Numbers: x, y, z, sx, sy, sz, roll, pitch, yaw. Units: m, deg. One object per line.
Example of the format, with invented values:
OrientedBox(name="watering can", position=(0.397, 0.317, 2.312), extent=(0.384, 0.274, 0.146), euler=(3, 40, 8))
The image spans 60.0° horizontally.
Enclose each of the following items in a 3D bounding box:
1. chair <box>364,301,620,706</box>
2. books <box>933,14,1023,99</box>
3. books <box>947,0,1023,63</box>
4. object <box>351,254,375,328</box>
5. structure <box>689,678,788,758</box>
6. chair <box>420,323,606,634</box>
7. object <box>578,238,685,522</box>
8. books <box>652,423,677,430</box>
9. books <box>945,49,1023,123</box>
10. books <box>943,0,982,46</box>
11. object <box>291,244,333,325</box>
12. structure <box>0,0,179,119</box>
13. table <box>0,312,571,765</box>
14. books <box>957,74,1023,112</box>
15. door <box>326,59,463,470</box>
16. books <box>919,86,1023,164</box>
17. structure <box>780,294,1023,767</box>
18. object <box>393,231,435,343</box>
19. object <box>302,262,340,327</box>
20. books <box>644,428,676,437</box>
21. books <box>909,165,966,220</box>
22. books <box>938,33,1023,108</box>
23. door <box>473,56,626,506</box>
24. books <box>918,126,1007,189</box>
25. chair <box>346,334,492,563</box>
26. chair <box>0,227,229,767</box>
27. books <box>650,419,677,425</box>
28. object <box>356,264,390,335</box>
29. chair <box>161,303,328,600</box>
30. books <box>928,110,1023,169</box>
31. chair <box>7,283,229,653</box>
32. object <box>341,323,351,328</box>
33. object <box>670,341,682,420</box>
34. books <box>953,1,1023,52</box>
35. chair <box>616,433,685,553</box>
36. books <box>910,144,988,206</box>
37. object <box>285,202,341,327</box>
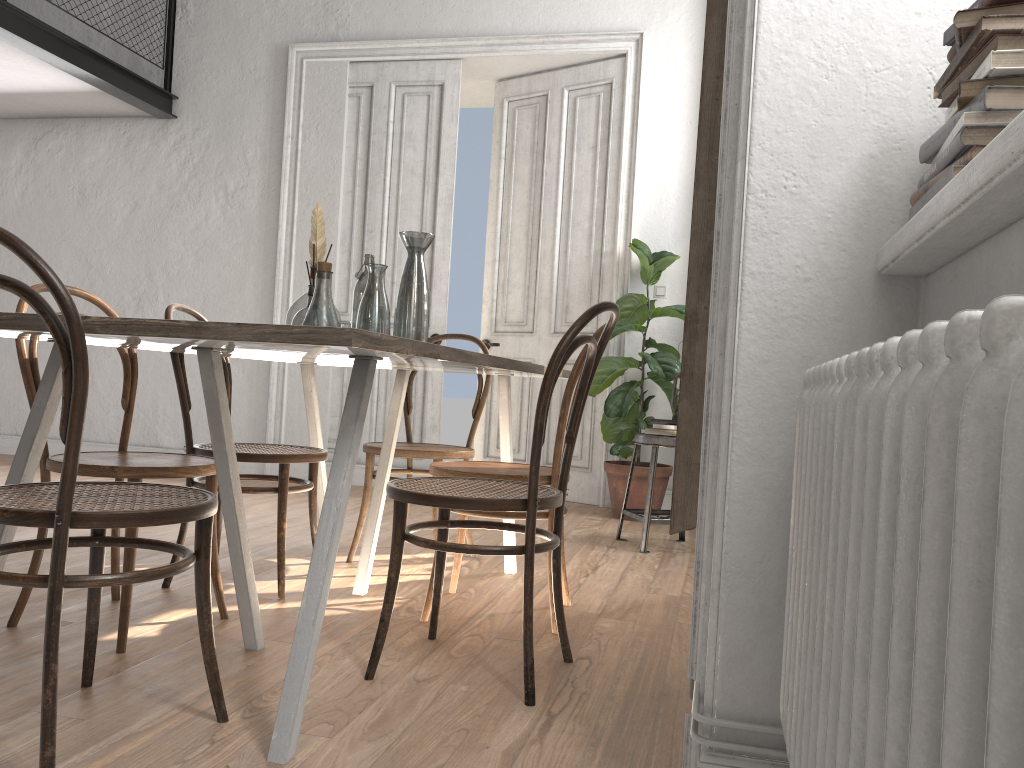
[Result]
OrientedBox(name="chair", position=(-0.039, 0.250, 2.185), extent=(0.549, 0.920, 0.438), euler=(3, 0, 20))
OrientedBox(name="books", position=(0.664, -0.417, 1.140), extent=(0.174, 0.019, 0.244), euler=(3, 0, 13))
OrientedBox(name="books", position=(0.666, -0.460, 1.135), extent=(0.155, 0.020, 0.205), euler=(3, 0, 13))
OrientedBox(name="object", position=(-0.443, -0.244, 2.706), extent=(0.086, 0.301, 0.086), euler=(3, 0, -1))
OrientedBox(name="structure", position=(0.777, -1.481, 2.341), extent=(0.340, 4.474, 5.182), euler=(3, 0, 13))
OrientedBox(name="chair", position=(0.017, 0.256, 2.761), extent=(0.549, 0.920, 0.438), euler=(3, 0, 11))
OrientedBox(name="object", position=(-0.060, -0.212, 2.660), extent=(0.792, 1.842, 5.828), euler=(3, 0, 19))
OrientedBox(name="books", position=(0.774, 0.203, 4.126), extent=(0.163, 0.029, 0.232), euler=(3, 0, -16))
OrientedBox(name="books", position=(0.665, -0.375, 1.131), extent=(0.158, 0.024, 0.222), euler=(3, 0, 13))
OrientedBox(name="books", position=(0.677, -0.481, 1.138), extent=(0.159, 0.024, 0.201), euler=(3, 0, 3))
OrientedBox(name="object", position=(-0.532, -0.241, 2.377), extent=(0.106, 0.283, 0.107), euler=(3, 0, 8))
OrientedBox(name="structure", position=(-5.010, -2.635, 3.807), extent=(4.157, 1.213, 5.927), euler=(3, 0, 13))
OrientedBox(name="table", position=(-0.550, 0.291, 2.581), extent=(1.100, 0.780, 2.200), euler=(3, 0, 13))
OrientedBox(name="books", position=(0.659, -0.352, 1.136), extent=(0.155, 0.022, 0.205), euler=(3, 0, 28))
OrientedBox(name="door", position=(-0.933, -0.736, 5.923), extent=(1.097, 2.814, 0.216), euler=(3, 0, 15))
OrientedBox(name="books", position=(0.663, -0.326, 1.139), extent=(0.193, 0.028, 0.245), euler=(3, 0, 8))
OrientedBox(name="structure", position=(0.319, 0.241, 0.537), extent=(0.194, 0.552, 1.577), euler=(3, 0, 13))
OrientedBox(name="object", position=(-0.310, -0.276, 2.775), extent=(0.116, 0.383, 0.116), euler=(3, 0, 25))
OrientedBox(name="object", position=(-0.484, -0.204, 2.262), extent=(0.101, 0.212, 0.101), euler=(3, 0, -37))
OrientedBox(name="books", position=(0.772, 0.229, 4.138), extent=(0.194, 0.034, 0.246), euler=(4, 0, -36))
OrientedBox(name="books", position=(0.645, -0.231, 1.154), extent=(0.192, 0.043, 0.248), euler=(3, 0, 13))
OrientedBox(name="books", position=(0.661, -0.397, 1.135), extent=(0.155, 0.022, 0.205), euler=(3, 0, 8))
OrientedBox(name="door", position=(0.234, -0.668, 5.817), extent=(1.096, 2.814, 0.216), euler=(4, 0, 38))
OrientedBox(name="books", position=(0.646, -0.287, 1.152), extent=(0.175, 0.023, 0.249), euler=(3, 0, 14))
OrientedBox(name="chair", position=(-0.343, 0.239, 3.536), extent=(0.438, 0.920, 0.549), euler=(3, 0, 22))
OrientedBox(name="chair", position=(-0.815, 0.201, 1.645), extent=(0.438, 0.920, 0.549), euler=(3, 0, 26))
OrientedBox(name="books", position=(0.776, 0.181, 4.124), extent=(0.147, 0.027, 0.221), euler=(4, 0, -44))
OrientedBox(name="object", position=(-0.401, -0.219, 2.579), extent=(0.100, 0.255, 0.098), euler=(3, 0, -10))
OrientedBox(name="chair", position=(-0.894, 0.203, 2.985), extent=(0.549, 0.920, 0.438), euler=(3, 0, 9))
OrientedBox(name="books", position=(0.660, -0.305, 1.139), extent=(0.192, 0.014, 0.255), euler=(3, 0, 17))
OrientedBox(name="chair", position=(-1.064, 0.190, 2.424), extent=(0.549, 0.920, 0.438), euler=(3, 0, 24))
OrientedBox(name="object", position=(-0.524, -0.144, 2.805), extent=(0.058, 0.094, 0.058), euler=(3, 0, 42))
OrientedBox(name="object", position=(0.813, -0.020, 4.106), extent=(0.154, 0.383, 0.163), euler=(3, 0, -13))
OrientedBox(name="books", position=(0.667, -0.438, 1.148), extent=(0.162, 0.023, 0.231), euler=(3, 0, 29))
OrientedBox(name="chair", position=(0.728, 0.502, 4.163), extent=(0.360, 0.523, 0.364), euler=(3, 0, -13))
OrientedBox(name="books", position=(0.645, -0.264, 1.152), extent=(0.175, 0.023, 0.249), euler=(3, 0, 9))
OrientedBox(name="object", position=(-0.565, -0.324, 2.559), extent=(0.157, 0.446, 0.157), euler=(3, 0, 31))
